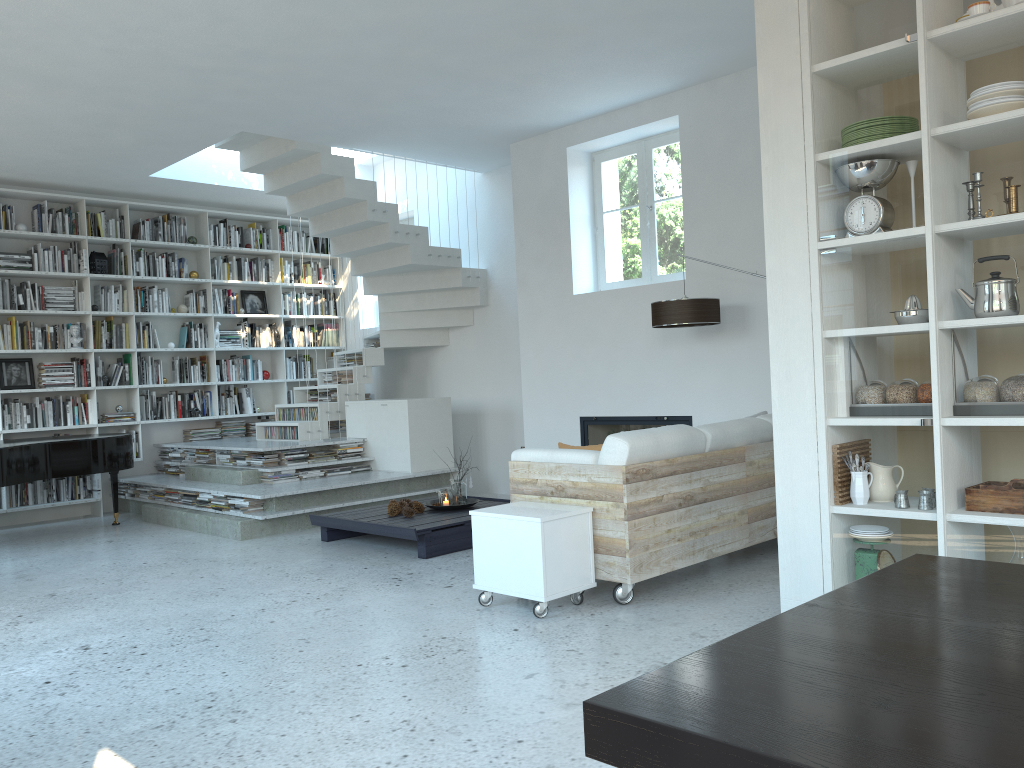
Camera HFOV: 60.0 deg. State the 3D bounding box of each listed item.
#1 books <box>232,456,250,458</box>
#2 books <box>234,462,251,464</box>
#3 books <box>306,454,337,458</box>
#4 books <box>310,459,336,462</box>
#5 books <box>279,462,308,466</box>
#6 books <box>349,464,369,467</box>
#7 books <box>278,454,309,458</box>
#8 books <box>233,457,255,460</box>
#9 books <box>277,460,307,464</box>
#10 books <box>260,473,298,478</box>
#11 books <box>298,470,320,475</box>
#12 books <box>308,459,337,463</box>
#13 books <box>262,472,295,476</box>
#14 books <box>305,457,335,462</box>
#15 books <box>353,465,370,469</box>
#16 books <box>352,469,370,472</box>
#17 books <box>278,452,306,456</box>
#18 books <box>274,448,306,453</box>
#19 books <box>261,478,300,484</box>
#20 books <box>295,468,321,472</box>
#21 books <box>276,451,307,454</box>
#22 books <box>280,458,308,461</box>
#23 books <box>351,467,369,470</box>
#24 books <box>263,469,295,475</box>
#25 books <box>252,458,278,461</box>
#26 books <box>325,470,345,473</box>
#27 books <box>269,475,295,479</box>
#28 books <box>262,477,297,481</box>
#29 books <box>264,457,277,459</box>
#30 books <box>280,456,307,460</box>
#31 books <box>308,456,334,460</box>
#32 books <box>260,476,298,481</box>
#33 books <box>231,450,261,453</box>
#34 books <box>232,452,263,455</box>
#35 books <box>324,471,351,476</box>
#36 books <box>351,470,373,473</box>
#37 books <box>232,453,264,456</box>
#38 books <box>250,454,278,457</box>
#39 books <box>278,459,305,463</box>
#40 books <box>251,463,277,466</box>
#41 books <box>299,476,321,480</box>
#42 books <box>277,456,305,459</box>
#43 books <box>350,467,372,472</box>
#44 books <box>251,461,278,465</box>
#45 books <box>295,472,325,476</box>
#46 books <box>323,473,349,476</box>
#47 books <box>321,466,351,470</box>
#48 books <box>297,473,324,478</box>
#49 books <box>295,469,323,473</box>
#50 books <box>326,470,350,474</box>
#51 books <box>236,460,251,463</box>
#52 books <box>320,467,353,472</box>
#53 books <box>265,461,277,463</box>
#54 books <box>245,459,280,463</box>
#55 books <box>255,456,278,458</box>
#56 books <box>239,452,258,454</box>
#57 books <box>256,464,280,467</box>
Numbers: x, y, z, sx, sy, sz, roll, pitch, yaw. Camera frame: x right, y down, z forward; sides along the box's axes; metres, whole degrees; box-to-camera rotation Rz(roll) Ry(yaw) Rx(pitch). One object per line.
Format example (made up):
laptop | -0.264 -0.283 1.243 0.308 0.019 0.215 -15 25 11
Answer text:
books | -2.441 0.664 8.181 0.187 0.009 0.250 -3 0 -45
books | -2.431 0.726 8.188 0.154 0.007 0.292 -3 0 -42
books | -1.795 0.671 8.261 0.187 0.014 0.273 -3 0 40
books | -1.800 0.711 8.270 0.287 0.005 0.165 -3 0 -40
books | -2.000 0.723 8.074 0.177 0.015 0.216 -3 0 43
books | -1.482 0.778 8.451 0.215 0.007 0.130 -3 0 -43
books | -1.995 0.650 8.064 0.230 0.015 0.190 -3 0 -40
books | -2.436 0.681 8.185 0.177 0.026 0.230 -3 0 -45
books | -2.011 0.710 8.084 0.148 0.013 0.227 -3 0 43
books | -2.061 0.806 7.851 0.292 0.012 0.159 -3 0 -42
books | -1.870 0.801 8.061 0.210 0.018 0.134 -3 0 -42
books | -1.800 0.717 8.270 0.291 0.007 0.174 -3 0 -42
books | -2.071 0.795 7.860 0.257 0.010 0.132 -3 0 -41
books | -1.815 0.702 8.284 0.134 0.014 0.293 -3 0 42
books | -1.482 0.789 8.451 0.133 0.014 0.228 -3 0 44
books | -1.472 0.824 8.444 0.179 0.010 0.160 -3 0 -45
books | -2.014 0.634 8.082 0.220 0.018 0.154 -3 0 -44
books | -2.024 0.609 8.091 0.128 0.016 0.261 -3 0 44
books | -2.047 0.854 7.840 0.200 0.023 0.262 -3 0 43
books | -1.868 0.780 8.058 0.149 0.013 0.220 -3 0 44
books | -2.009 0.621 8.076 0.159 0.009 0.228 -3 0 41
books | -1.999 0.685 8.071 0.189 0.013 0.215 -3 0 44
books | -1.478 0.799 8.447 0.225 0.007 0.133 -3 0 -41
books | -2.062 0.777 7.850 0.157 0.025 0.233 -3 0 40
books | -2.226 0.676 8.003 0.137 0.012 0.242 -3 0 -44
books | -1.668 0.809 8.262 0.273 0.009 0.129 -3 0 -42
books | -2.058 0.818 7.848 0.210 0.012 0.168 -3 0 -41
books | -2.062 0.839 7.853 0.264 0.006 0.164 -3 0 -44
books | -2.211 0.664 8.018 0.190 0.011 0.090 -3 0 43
books | -2.008 0.673 8.078 0.210 0.012 0.168 -3 0 -44
books | -1.805 0.686 8.272 0.214 0.015 0.177 -3 0 -44
books | -2.062 0.832 7.853 0.159 0.008 0.285 -3 0 43
books | -2.451 0.616 8.172 0.189 0.022 0.237 -3 0 -40
books | -2.440 0.638 8.183 0.260 0.007 0.171 -3 0 43
books | -1.651 0.826 8.246 0.250 0.018 0.177 -3 0 -42
books | -1.469 0.832 8.441 0.151 0.006 0.261 -3 0 41
books | -2.440 0.648 8.182 0.281 0.013 0.168 -3 0 42
books | -2.234 0.644 7.997 0.228 0.014 0.149 -3 0 43
books | -2.016 0.698 8.088 0.131 0.012 0.207 -3 0 41
books | -2.236 0.724 7.992 0.161 0.014 0.212 -3 0 -41
books | -1.863 0.848 8.057 0.152 0.015 0.208 -3 0 43
books | -2.010 0.663 8.080 0.260 0.009 0.153 -3 0 -42
books | -1.474 0.811 8.445 0.234 0.017 0.151 -3 0 -44
books | -2.233 0.709 7.996 0.208 0.015 0.152 -3 0 42
books | -1.861 0.815 8.053 0.158 0.012 0.272 -3 0 43
books | -1.665 0.841 8.261 0.144 0.009 0.249 -3 0 44
books | -1.663 0.782 8.245 0.274 0.009 0.176 -3 0 -45
books | -1.853 0.831 8.046 0.169 0.019 0.232 -3 0 40
books | -1.867 0.789 8.057 0.242 0.005 0.152 -3 0 -44
books | -1.655 0.815 8.250 0.161 0.005 0.254 -3 0 41
books | -2.428 0.708 8.192 0.155 0.028 0.189 -3 0 -44
books | -1.650 0.795 8.244 0.190 0.018 0.287 -3 0 44
books | -2.228 0.699 8.000 0.134 0.006 0.227 -3 0 -41
books | -2.243 0.690 7.986 0.297 0.014 0.184 -3 0 44
books | -2.231 0.655 7.999 0.132 0.009 0.269 -3 0 -41
books | -2.440 0.630 8.182 0.170 0.008 0.208 -3 0 -42
books | -2.224 0.734 8.003 0.144 0.009 0.249 -3 0 -45
